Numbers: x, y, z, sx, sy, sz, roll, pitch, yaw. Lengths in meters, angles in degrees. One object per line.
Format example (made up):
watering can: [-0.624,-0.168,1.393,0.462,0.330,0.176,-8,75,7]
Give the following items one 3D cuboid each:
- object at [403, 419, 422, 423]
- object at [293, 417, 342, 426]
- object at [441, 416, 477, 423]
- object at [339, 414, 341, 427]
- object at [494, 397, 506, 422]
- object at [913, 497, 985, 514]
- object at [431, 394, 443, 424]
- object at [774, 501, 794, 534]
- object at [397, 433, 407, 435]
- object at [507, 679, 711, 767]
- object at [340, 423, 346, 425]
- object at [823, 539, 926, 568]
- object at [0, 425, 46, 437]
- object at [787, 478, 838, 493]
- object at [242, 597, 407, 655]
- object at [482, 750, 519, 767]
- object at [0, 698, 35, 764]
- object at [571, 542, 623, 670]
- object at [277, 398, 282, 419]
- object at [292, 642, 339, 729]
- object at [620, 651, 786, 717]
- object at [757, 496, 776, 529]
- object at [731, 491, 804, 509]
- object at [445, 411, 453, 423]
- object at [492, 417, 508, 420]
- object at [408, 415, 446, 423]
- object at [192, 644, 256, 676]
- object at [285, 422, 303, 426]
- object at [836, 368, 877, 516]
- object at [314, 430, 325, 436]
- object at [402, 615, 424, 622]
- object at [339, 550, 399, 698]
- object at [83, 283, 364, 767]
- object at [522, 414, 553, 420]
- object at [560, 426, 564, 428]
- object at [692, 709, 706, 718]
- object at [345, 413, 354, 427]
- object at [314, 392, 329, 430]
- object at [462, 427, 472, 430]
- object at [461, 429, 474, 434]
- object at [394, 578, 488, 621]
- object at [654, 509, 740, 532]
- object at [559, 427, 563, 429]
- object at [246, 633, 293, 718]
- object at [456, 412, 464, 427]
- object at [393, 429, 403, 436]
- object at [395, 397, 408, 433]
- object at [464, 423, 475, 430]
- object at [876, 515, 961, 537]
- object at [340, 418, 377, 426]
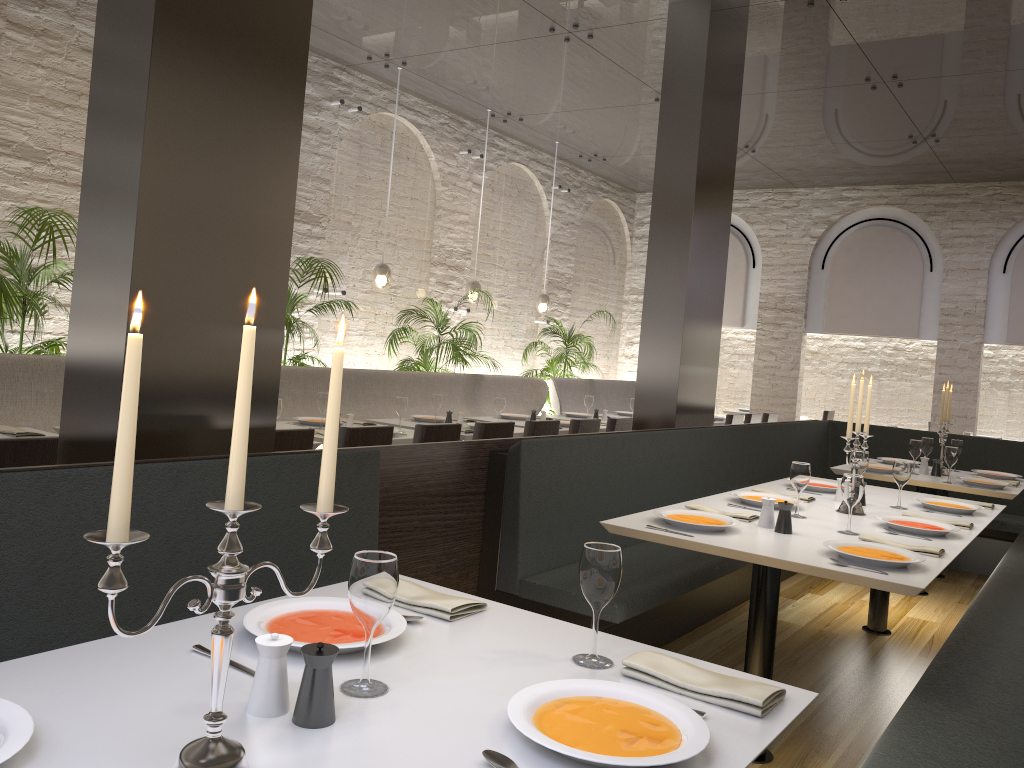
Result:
object: [-0.744,0.278,6.664,0.185,0.010,0.017,6,2,34]
object: [-1.286,0.251,5.853,0.322,0.036,0.321,6,2,16]
object: [-0.432,0.285,7.087,0.273,0.033,0.142,6,3,34]
object: [-1.120,0.234,5.660,0.059,0.109,0.059,5,0,26]
object: [-0.098,0.220,6.766,0.086,0.231,0.086,5,0,-14]
object: [2.156,0.607,4.378,0.322,0.036,0.321,6,2,30]
object: [-0.561,0.189,6.534,0.086,0.231,0.086,5,0,-14]
object: [1.036,0.506,3.367,0.068,0.126,0.069,5,0,-25]
object: [-0.750,0.314,5.699,0.185,0.010,0.017,6,2,34]
object: [0.150,0.547,1.409,0.321,0.036,0.322,3,3,-36]
object: [-1.191,0.262,6.001,0.182,0.015,0.038,7,2,36]
object: [1.218,0.579,2.990,0.321,0.036,0.322,5,2,10]
object: [-2.365,0.227,4.225,0.273,0.033,0.142,6,3,34]
object: [1.634,0.548,4.736,0.322,0.036,0.321,6,2,30]
object: [-0.372,0.488,1.767,0.321,0.036,0.322,3,3,-36]
object: [0.032,0.551,1.241,0.182,0.015,0.038,7,2,36]
object: [-0.797,0.475,1.138,0.321,0.036,0.322,5,2,10]
object: [0.170,0.436,1.756,0.086,0.231,0.086,5,0,-44]
object: [-1.286,0.194,4.768,0.086,0.231,0.086,5,0,-14]
object: [-0.304,0.466,1.382,0.069,0.126,0.068,5,0,28]
object: [0.359,0.556,1.670,0.273,0.033,0.142,6,3,34]
object: [0.996,0.500,3.454,0.068,0.126,0.069,5,0,-33]
object: [1.158,0.534,4.032,0.321,0.036,0.322,3,3,-36]
object: [-0.470,0.253,6.621,0.059,0.109,0.059,5,0,26]
object: [-0.090,0.297,7.634,0.185,0.010,0.017,6,2,34]
object: [-0.637,0.271,6.814,0.322,0.036,0.321,5,2,12]
object: [-0.508,0.494,1.581,0.185,0.010,0.017,6,2,34]
object: [-1.394,0.258,5.703,0.185,0.010,0.017,6,2,34]
object: [1.560,0.256,4.006,0.132,0.657,0.389,5,0,45]
object: [-1.047,0.302,5.252,0.273,0.033,0.142,6,3,34]
object: [-0.266,0.498,1.938,0.182,0.015,0.038,7,2,36]
object: [-0.244,0.409,1.522,0.086,0.231,0.086,5,0,-44]
object: [-0.365,0.198,1.154,0.132,0.657,0.389,5,0,45]
object: [0.223,0.305,8.056,0.273,0.033,0.142,6,3,34]
object: [0.352,0.345,7.331,0.182,0.015,0.038,7,2,36]
object: [0.254,0.560,1.570,0.185,0.010,0.017,6,2,34]
object: [-1.036,0.241,5.658,0.059,0.109,0.059,5,0,26]
object: [-1.196,0.170,5.594,0.086,0.231,0.086,5,0,-8]
object: [-0.302,0.325,6.362,0.182,0.015,0.038,7,2,36]
object: [-0.398,0.322,6.214,0.273,0.033,0.142,6,3,34]
object: [-0.208,0.492,2.057,0.273,0.033,0.142,6,3,34]
object: [0.696,0.520,3.347,0.322,0.036,0.321,6,3,32]
object: [0.257,0.341,7.183,0.273,0.033,0.142,6,3,34]
object: [-0.382,0.459,1.406,0.069,0.126,0.068,5,0,28]
object: [-0.387,0.261,6.619,0.059,0.109,0.059,5,0,26]
object: [-0.844,0.301,5.550,0.322,0.036,0.321,6,2,16]
object: [-0.733,0.201,5.826,0.087,0.231,0.086,5,0,40]
object: [-0.195,0.321,6.511,0.322,0.036,0.321,5,2,12]
object: [1.680,0.593,3.674,0.321,0.036,0.322,3,3,-36]
object: [-1.081,0.266,6.125,0.273,0.033,0.142,6,3,34]
